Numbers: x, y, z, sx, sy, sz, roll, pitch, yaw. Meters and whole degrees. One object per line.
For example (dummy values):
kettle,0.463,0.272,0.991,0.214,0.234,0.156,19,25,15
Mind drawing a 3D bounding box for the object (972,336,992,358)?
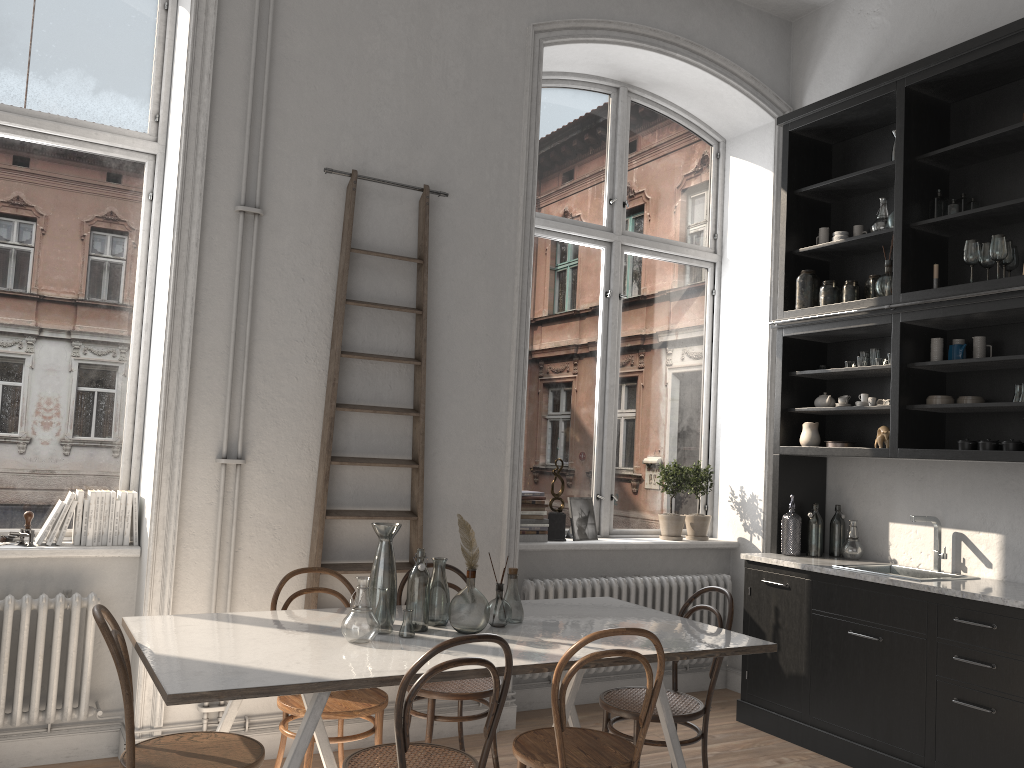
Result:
object,2.365,-0.169,4.465,0.082,0.135,0.059,-1,-6,44

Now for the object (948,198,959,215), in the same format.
object,2.273,-0.895,4.567,0.053,0.125,0.041,1,-5,28

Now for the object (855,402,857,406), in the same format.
object,1.974,0.120,5.023,0.056,0.033,0.058,4,-5,-12

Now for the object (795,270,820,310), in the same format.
object,1.746,-0.548,5.235,0.118,0.238,0.118,7,-6,-44

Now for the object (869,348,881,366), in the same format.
object,2.001,-0.139,4.894,0.060,0.107,0.060,3,-4,-2

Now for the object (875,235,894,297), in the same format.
object,2.017,-0.633,4.748,0.134,0.357,0.134,2,-4,16

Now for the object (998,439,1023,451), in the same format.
object,2.328,0.286,4.128,0.104,0.059,0.088,5,-5,-21

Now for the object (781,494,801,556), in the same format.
object,1.619,0.814,5.137,0.109,0.349,0.109,-1,-5,42

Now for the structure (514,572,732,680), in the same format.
structure,0.683,1.430,5.325,1.578,0.552,0.194,5,-5,-29

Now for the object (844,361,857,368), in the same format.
object,1.918,-0.103,5.024,0.071,0.047,0.072,2,-4,9

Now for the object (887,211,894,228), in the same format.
object,2.107,-0.993,4.817,0.123,0.340,0.118,4,-4,-10

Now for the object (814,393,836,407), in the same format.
object,1.844,0.101,5.226,0.125,0.100,0.140,-1,-6,42

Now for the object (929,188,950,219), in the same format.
object,2.241,-0.928,4.652,0.084,0.199,0.065,3,-4,-7

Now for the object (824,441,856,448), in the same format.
object,1.879,0.350,5.072,0.180,0.037,0.180,7,-6,-44

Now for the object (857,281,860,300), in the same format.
object,1.987,-0.508,5.191,0.092,0.184,0.092,1,-5,26

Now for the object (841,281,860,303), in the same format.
object,1.929,-0.509,5.055,0.096,0.150,0.096,6,-6,-41

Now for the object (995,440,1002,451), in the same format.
object,2.359,0.302,4.311,0.088,0.059,0.104,3,-4,-1

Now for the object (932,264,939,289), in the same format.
object,2.182,-0.541,4.564,0.123,0.161,0.123,4,-5,-20

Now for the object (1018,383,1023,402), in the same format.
object,2.392,0.044,4.130,0.058,0.094,0.058,2,-4,10

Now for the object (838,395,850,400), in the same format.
object,1.897,0.087,5.076,0.055,0.047,0.058,4,-4,-14

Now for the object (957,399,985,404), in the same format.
object,2.328,0.100,4.500,0.132,0.038,0.132,1,-5,18

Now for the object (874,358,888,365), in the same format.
object,2.008,-0.114,4.822,0.071,0.047,0.072,2,-4,9

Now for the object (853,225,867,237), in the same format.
object,2.039,-0.862,5.206,0.059,0.135,0.082,3,-4,-6

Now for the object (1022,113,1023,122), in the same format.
object,2.528,-1.274,4.265,0.056,0.121,0.167,3,-4,-4

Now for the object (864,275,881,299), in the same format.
object,2.056,-0.522,5.026,0.092,0.184,0.092,4,-4,-15

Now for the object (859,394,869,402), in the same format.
object,1.963,0.083,4.943,0.039,0.055,0.049,4,-4,-9

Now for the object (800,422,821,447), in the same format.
object,1.744,0.297,5.178,0.115,0.144,0.127,-1,-6,39

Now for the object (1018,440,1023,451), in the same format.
object,2.414,0.298,4.220,0.104,0.059,0.088,1,-5,24

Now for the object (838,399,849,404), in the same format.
object,1.896,0.107,5.074,0.055,0.033,0.058,0,-5,35

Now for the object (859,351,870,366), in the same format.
object,1.999,-0.128,5.035,0.060,0.107,0.060,1,-5,28

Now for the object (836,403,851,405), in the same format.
object,1.895,0.121,5.075,0.085,0.017,0.085,6,-5,-34

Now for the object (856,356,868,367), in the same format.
object,1.954,-0.118,4.949,0.064,0.069,0.064,1,-5,18

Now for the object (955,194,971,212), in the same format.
object,2.367,-0.910,4.652,0.065,0.177,0.084,3,-4,-7

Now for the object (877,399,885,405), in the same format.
object,2.030,0.106,4.862,0.049,0.041,0.056,0,-5,34

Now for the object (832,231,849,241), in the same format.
object,1.939,-0.845,5.235,0.096,0.095,0.096,3,-4,5

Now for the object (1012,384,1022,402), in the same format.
object,2.400,0.050,4.202,0.058,0.094,0.058,2,-4,10

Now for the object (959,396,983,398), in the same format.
object,2.329,0.084,4.501,0.112,0.036,0.113,2,-5,13

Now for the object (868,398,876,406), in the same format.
object,1.975,0.103,4.874,0.049,0.054,0.039,3,-4,-4

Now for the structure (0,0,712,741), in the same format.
structure,-0.797,-0.472,4.486,5.183,4.471,0.340,5,-5,-29

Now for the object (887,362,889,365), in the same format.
object,2.075,-0.107,4.873,0.071,0.047,0.072,3,-4,-1

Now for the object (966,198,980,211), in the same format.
object,2.361,-0.891,4.543,0.044,0.121,0.058,3,-4,-2

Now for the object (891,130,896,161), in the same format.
object,2.149,-1.294,4.945,0.067,0.231,0.070,6,-5,-33

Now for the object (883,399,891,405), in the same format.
object,2.050,0.101,4.844,0.048,0.041,0.058,-1,-6,39

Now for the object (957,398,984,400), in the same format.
object,2.329,0.092,4.501,0.124,0.036,0.124,7,-6,-42

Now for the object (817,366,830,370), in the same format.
object,1.864,-0.083,5.308,0.071,0.047,0.072,2,-4,9

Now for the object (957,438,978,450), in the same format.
object,2.212,0.294,4.306,0.088,0.059,0.104,7,-6,-40

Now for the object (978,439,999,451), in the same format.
object,2.261,0.289,4.205,0.104,0.059,0.088,-1,-6,39

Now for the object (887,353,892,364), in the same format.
object,2.043,-0.129,4.754,0.064,0.069,0.064,6,-5,-36

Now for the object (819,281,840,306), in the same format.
object,1.832,-0.512,5.117,0.114,0.155,0.114,5,-5,-26

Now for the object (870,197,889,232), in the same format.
object,2.070,-0.924,4.940,0.132,0.219,0.132,0,-5,35

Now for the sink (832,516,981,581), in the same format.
sink,2.030,0.930,4.549,0.514,0.504,0.526,5,-5,-29

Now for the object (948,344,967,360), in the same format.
object,2.255,-0.151,4.491,0.082,0.093,0.140,1,-5,26

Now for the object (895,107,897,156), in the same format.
object,2.148,-1.351,4.852,0.097,0.330,0.100,6,-5,-33

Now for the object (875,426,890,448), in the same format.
object,1.980,0.284,4.724,0.069,0.123,0.173,3,-4,3

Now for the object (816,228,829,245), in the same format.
object,1.867,-0.862,5.318,0.059,0.135,0.082,3,-4,-1

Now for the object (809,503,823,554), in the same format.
object,1.798,0.858,5.252,0.086,0.301,0.086,4,-4,-15

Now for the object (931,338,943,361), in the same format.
object,2.203,-0.166,4.596,0.059,0.135,0.082,1,-5,29

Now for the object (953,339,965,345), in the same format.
object,2.302,-0.162,4.590,0.082,0.135,0.059,3,-4,-1

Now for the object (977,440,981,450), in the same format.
object,2.314,0.307,4.398,0.104,0.059,0.088,5,-5,-31
